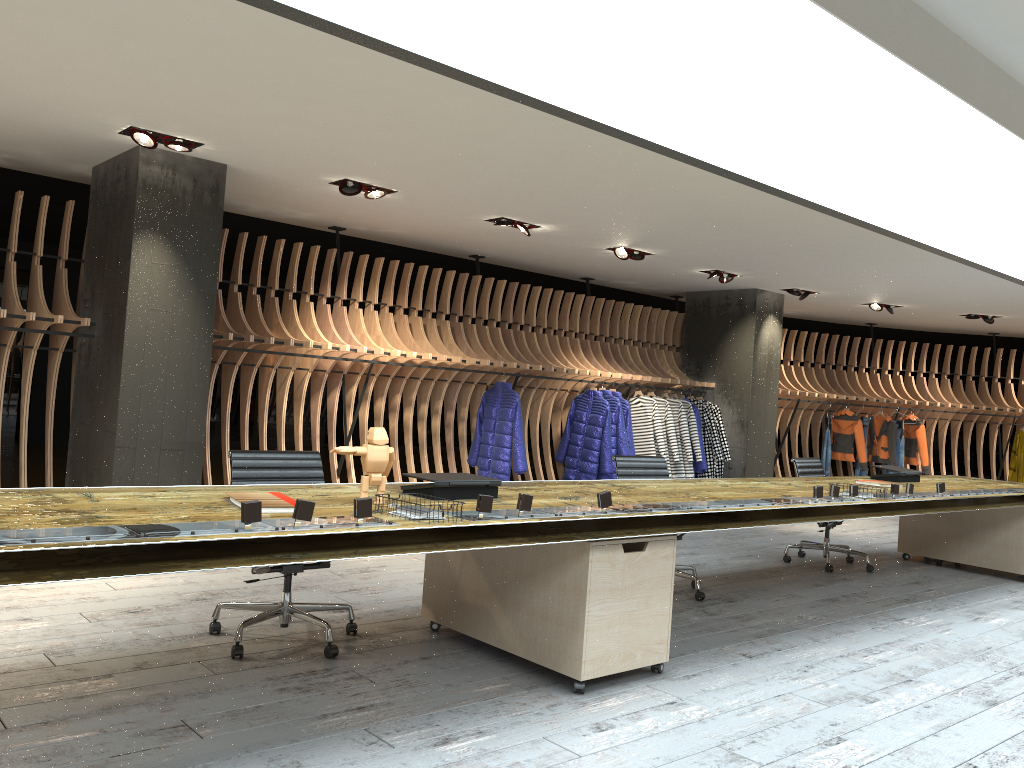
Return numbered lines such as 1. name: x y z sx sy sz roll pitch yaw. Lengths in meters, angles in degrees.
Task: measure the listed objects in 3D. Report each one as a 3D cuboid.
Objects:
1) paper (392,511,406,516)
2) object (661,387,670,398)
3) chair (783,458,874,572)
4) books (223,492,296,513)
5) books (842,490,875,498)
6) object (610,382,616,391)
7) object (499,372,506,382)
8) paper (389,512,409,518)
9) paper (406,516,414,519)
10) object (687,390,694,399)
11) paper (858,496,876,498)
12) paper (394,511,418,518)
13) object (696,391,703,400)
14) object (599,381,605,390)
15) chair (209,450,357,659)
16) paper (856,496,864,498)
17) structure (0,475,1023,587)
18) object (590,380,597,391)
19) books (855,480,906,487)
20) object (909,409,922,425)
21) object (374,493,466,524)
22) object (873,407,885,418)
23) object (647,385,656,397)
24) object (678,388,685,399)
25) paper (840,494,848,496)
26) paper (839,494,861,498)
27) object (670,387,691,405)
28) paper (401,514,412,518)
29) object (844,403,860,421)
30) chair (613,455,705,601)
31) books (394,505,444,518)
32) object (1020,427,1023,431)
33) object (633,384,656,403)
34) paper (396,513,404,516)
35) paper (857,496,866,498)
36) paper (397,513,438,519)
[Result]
1. paper: -0.338 0.473 3.211 0.130 0.004 0.176 5 -1 -36
2. object: 1.918 0.189 11.055 0.012 0.313 0.518 6 -2 -41
3. chair: 2.649 1.064 7.293 0.668 0.860 0.693 3 -2 35
4. books: -0.895 0.427 3.208 0.213 0.026 0.366 5 -1 -31
5. books: 2.078 0.659 5.322 0.155 0.025 0.110 3 -1 44
6. object: 1.181 0.109 10.443 0.012 0.270 0.525 6 -2 -41
7. object: -0.103 0.004 9.316 0.012 0.270 0.525 6 -2 -41
8. paper: -0.351 0.476 3.218 0.130 0.003 0.176 5 -1 -43
9. paper: -0.339 0.475 3.211 0.130 0.004 0.176 5 -1 -33
10. object: 2.318 0.232 11.410 0.012 0.316 0.516 6 -2 -41
11. paper: 2.076 0.671 5.328 0.130 0.004 0.176 5 -1 -35
12. paper: -0.338 0.473 3.211 0.130 0.004 0.176 5 -1 -35
13. object: 2.456 0.242 11.537 0.012 0.313 0.518 6 -2 -41
14. object: 1.057 0.108 10.312 0.012 0.291 0.523 6 -2 -41
15. chair: -1.005 0.764 4.114 0.668 0.860 0.693 3 -2 40
16. paper: 2.076 0.672 5.328 0.130 0.004 0.176 5 -1 -34
17. structure: 0.592 0.891 4.513 10.443 0.845 1.162 5 -1 -41
18. object: 0.929 0.103 10.245 0.012 0.292 0.523 6 -2 -41
19. books: 2.676 0.722 6.422 0.365 0.026 0.213 5 -1 -41
20. object: 6.075 0.497 13.485 0.012 0.270 0.525 4 -1 -11
21. object: -0.336 0.451 3.210 0.302 0.074 0.216 3 -1 43
22. object: 5.548 0.461 13.366 0.012 0.270 0.525 5 -1 -21
23. object: 1.721 0.173 10.882 0.012 0.313 0.518 6 -2 -41
24. object: 2.164 0.191 11.348 0.012 0.270 0.525 6 -2 -41
25. paper: 2.076 0.673 5.328 0.130 0.004 0.176 5 -1 -39
26. paper: 2.063 0.675 5.335 0.130 0.003 0.176 5 -1 -43
27. object: 2.052 0.200 11.172 0.012 0.313 0.518 6 -2 -41
28. paper: -0.338 0.474 3.211 0.130 0.004 0.176 5 -1 -34
29. object: 4.979 0.416 13.203 0.012 0.270 0.525 5 -1 -26
30. chair: 0.998 0.928 5.831 0.668 0.860 0.693 3 -2 45
31. books: -0.336 0.461 3.205 0.155 0.025 0.110 3 -1 44
32. object: 7.914 0.634 13.538 0.012 0.270 0.525 4 -1 -11
33. object: 1.545 0.158 10.727 0.012 0.313 0.518 6 -2 -41
34. paper: -0.338 0.475 3.211 0.130 0.004 0.176 5 -1 -39
35. paper: 2.076 0.672 5.328 0.130 0.004 0.176 5 -1 -36
36. paper: -0.338 0.474 3.211 0.130 0.004 0.176 5 -1 -37
